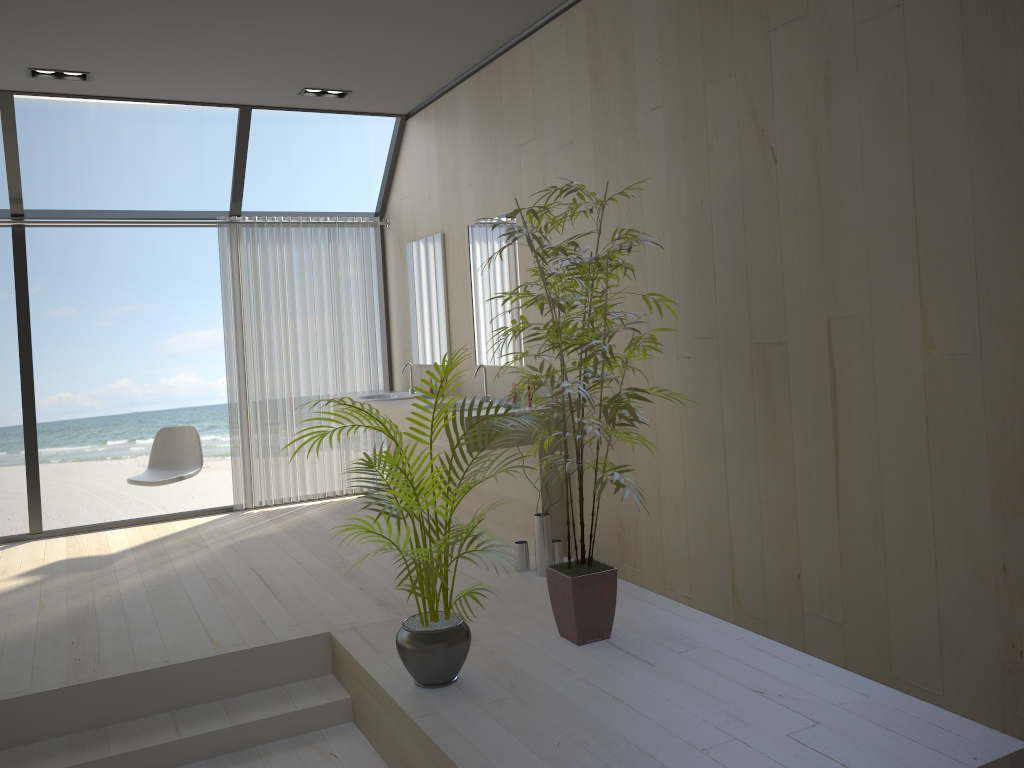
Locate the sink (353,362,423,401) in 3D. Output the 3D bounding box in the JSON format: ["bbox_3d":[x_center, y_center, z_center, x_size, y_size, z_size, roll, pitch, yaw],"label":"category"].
[{"bbox_3d":[-0.828,0.073,6.017,0.504,0.419,0.574,-4,3,-23],"label":"sink"}]

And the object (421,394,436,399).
[{"bbox_3d":[-0.536,0.079,5.706,0.104,0.029,0.033,-3,2,14],"label":"object"}]

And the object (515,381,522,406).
[{"bbox_3d":[0.031,0.052,4.822,0.039,0.135,0.039,-3,0,15],"label":"object"}]

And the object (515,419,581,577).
[{"bbox_3d":[0.201,0.546,4.386,0.407,0.749,0.273,-4,1,-39],"label":"object"}]

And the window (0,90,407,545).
[{"bbox_3d":[-2.869,-0.400,5.595,4.568,2.813,0.744,-5,1,-27],"label":"window"}]

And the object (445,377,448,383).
[{"bbox_3d":[-0.433,-0.001,5.728,0.054,0.175,0.012,-3,0,-1],"label":"object"}]

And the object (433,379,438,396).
[{"bbox_3d":[-0.512,0.017,5.899,0.039,0.135,0.039,-3,0,22],"label":"object"}]

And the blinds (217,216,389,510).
[{"bbox_3d":[-1.494,-0.192,6.498,1.184,2.070,0.084,-4,0,-27],"label":"blinds"}]

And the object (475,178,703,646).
[{"bbox_3d":[0.291,0.094,3.398,0.787,1.756,0.936,-3,1,-2],"label":"object"}]

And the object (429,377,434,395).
[{"bbox_3d":[-0.530,0.025,5.786,0.039,0.135,0.039,-3,0,22],"label":"object"}]

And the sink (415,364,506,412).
[{"bbox_3d":[-0.285,0.108,4.940,0.504,0.419,0.574,-4,3,-23],"label":"sink"}]

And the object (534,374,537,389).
[{"bbox_3d":[0.110,0.034,4.651,0.054,0.175,0.012,-3,0,-1],"label":"object"}]

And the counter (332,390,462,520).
[{"bbox_3d":[-0.777,0.482,6.070,0.551,0.790,1.205,-4,3,-27],"label":"counter"}]

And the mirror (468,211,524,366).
[{"bbox_3d":[-0.090,-0.539,5.190,0.023,0.868,0.653,-3,1,-27],"label":"mirror"}]

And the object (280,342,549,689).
[{"bbox_3d":[-0.341,0.441,3.025,0.915,1.157,0.752,-3,1,7],"label":"object"}]

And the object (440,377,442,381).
[{"bbox_3d":[-0.455,0.001,5.699,0.012,0.178,0.050,-3,0,13],"label":"object"}]

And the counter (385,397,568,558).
[{"bbox_3d":[-0.234,0.517,4.993,0.551,0.790,1.205,-4,3,-27],"label":"counter"}]

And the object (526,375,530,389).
[{"bbox_3d":[0.087,0.036,4.622,0.012,0.178,0.050,-3,0,13],"label":"object"}]

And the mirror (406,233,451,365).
[{"bbox_3d":[-0.580,-0.568,6.102,0.023,0.868,0.653,-3,1,-27],"label":"mirror"}]

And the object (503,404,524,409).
[{"bbox_3d":[0.007,0.115,4.629,0.104,0.029,0.033,-3,2,14],"label":"object"}]

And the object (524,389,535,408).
[{"bbox_3d":[0.096,0.076,4.651,0.058,0.100,0.058,-4,1,-16],"label":"object"}]

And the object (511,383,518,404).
[{"bbox_3d":[0.013,0.060,4.709,0.039,0.135,0.039,-3,0,15],"label":"object"}]

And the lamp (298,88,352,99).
[{"bbox_3d":[-1.188,-1.894,5.609,0.301,0.112,0.164,-5,3,-27],"label":"lamp"}]

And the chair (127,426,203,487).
[{"bbox_3d":[-2.228,0.466,5.719,0.369,0.347,0.455,-3,2,2],"label":"chair"}]

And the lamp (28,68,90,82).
[{"bbox_3d":[-2.526,-1.774,4.933,0.301,0.112,0.164,-5,3,-27],"label":"lamp"}]

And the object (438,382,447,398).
[{"bbox_3d":[-0.446,0.041,5.728,0.058,0.100,0.058,-4,1,-20],"label":"object"}]
